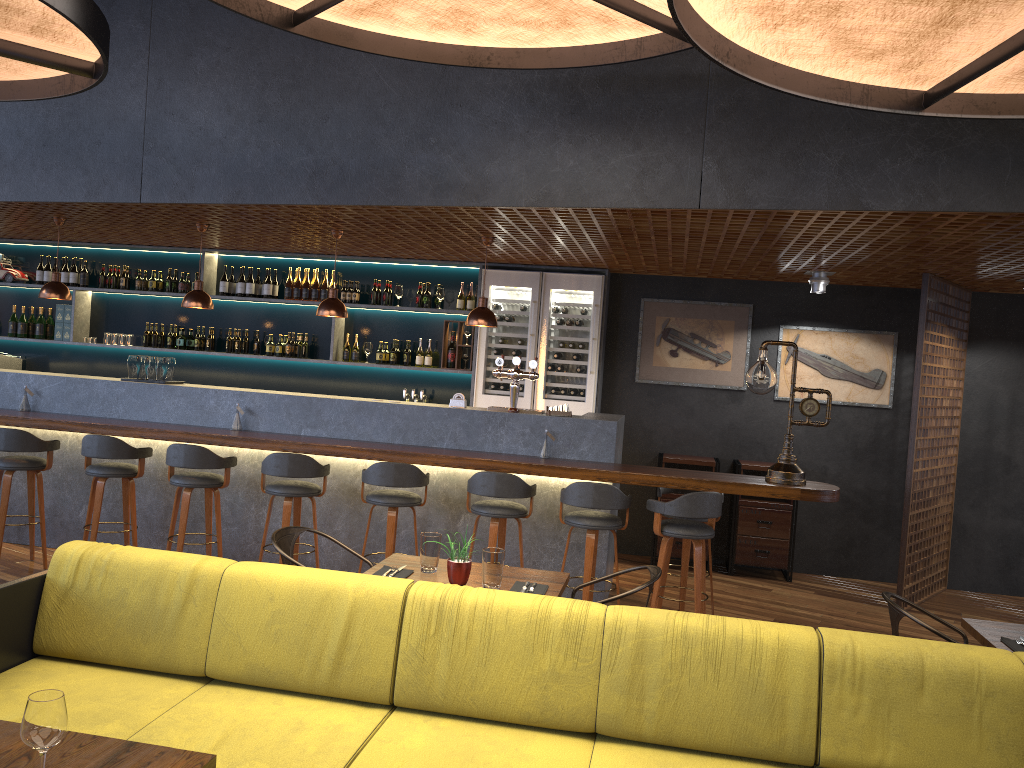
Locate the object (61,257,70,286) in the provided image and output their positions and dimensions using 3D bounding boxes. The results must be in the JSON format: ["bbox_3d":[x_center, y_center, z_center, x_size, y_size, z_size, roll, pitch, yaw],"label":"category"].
[{"bbox_3d":[-4.721,-1.189,9.384,0.086,0.310,0.085,5,2,29],"label":"object"}]

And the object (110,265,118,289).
[{"bbox_3d":[-4.172,-1.119,9.305,0.063,0.254,0.063,4,2,-17],"label":"object"}]

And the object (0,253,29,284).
[{"bbox_3d":[-5.534,-1.255,9.600,0.579,0.319,0.229,4,1,10],"label":"object"}]

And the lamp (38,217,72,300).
[{"bbox_3d":[-3.800,-1.047,7.415,0.250,0.673,0.250,5,2,43],"label":"lamp"}]

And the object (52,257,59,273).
[{"bbox_3d":[-4.899,-1.205,9.508,0.086,0.310,0.085,5,2,21],"label":"object"}]

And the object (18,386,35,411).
[{"bbox_3d":[-3.932,0.117,7.181,0.114,0.203,0.069,3,2,-29],"label":"object"}]

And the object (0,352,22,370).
[{"bbox_3d":[-5.584,-0.074,9.454,0.355,0.569,0.550,4,1,10],"label":"object"}]

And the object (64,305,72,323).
[{"bbox_3d":[-4.684,-0.740,9.413,0.098,0.192,0.080,4,1,10],"label":"object"}]

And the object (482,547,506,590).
[{"bbox_3d":[-0.086,0.823,3.932,0.102,0.178,0.102,4,1,-4],"label":"object"}]

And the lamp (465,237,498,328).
[{"bbox_3d":[-0.209,-0.776,6.759,0.250,0.673,0.250,5,2,43],"label":"lamp"}]

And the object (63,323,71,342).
[{"bbox_3d":[-4.698,-0.548,9.418,0.098,0.192,0.080,4,1,10],"label":"object"}]

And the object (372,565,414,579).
[{"bbox_3d":[-0.547,0.866,4.103,0.157,0.019,0.255,4,1,10],"label":"object"}]

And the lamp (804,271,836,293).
[{"bbox_3d":[2.592,-0.858,7.489,0.228,0.172,0.228,4,1,10],"label":"lamp"}]

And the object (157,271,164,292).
[{"bbox_3d":[-3.702,-1.071,9.323,0.088,0.224,0.088,4,1,5],"label":"object"}]

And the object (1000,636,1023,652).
[{"bbox_3d":[2.102,1.066,3.619,0.157,0.019,0.255,4,1,10],"label":"object"}]

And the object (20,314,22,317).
[{"bbox_3d":[-5.296,-0.670,9.596,0.094,0.340,0.094,4,2,16],"label":"object"}]

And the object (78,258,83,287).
[{"bbox_3d":[-4.603,-1.182,9.457,0.085,0.310,0.086,3,2,-39],"label":"object"}]

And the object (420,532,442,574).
[{"bbox_3d":[-0.386,0.796,4.175,0.102,0.178,0.102,3,2,-44],"label":"object"}]

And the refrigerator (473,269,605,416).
[{"bbox_3d":[0.245,-0.001,8.497,1.159,2.109,0.454,4,1,10],"label":"refrigerator"}]

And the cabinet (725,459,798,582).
[{"bbox_3d":[2.285,1.235,8.102,0.553,1.007,0.473,4,1,10],"label":"cabinet"}]

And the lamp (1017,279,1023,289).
[{"bbox_3d":[4.111,-0.737,6.958,0.228,0.172,0.228,4,1,10],"label":"lamp"}]

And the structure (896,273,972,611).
[{"bbox_3d":[3.585,0.494,7.505,0.050,2.700,1.319,5,2,40],"label":"structure"}]

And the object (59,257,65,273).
[{"bbox_3d":[-4.804,-1.197,9.489,0.086,0.310,0.085,5,2,38],"label":"object"}]

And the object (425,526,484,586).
[{"bbox_3d":[-0.238,0.764,4.003,0.260,0.271,0.238,5,2,32],"label":"object"}]

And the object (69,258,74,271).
[{"bbox_3d":[-4.696,-1.189,9.477,0.086,0.310,0.085,5,2,38],"label":"object"}]

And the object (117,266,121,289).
[{"bbox_3d":[-4.169,-1.121,9.388,0.063,0.254,0.063,4,2,-17],"label":"object"}]

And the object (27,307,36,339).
[{"bbox_3d":[-5.193,-0.663,9.592,0.094,0.340,0.094,5,2,33],"label":"object"}]

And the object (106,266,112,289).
[{"bbox_3d":[-4.260,-1.127,9.401,0.063,0.254,0.063,4,2,-12],"label":"object"}]

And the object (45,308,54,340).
[{"bbox_3d":[-4.988,-0.647,9.565,0.094,0.340,0.094,5,2,33],"label":"object"}]

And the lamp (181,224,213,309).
[{"bbox_3d":[-2.527,-0.951,7.182,0.250,0.673,0.250,5,2,43],"label":"lamp"}]

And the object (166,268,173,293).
[{"bbox_3d":[-3.550,-1.071,9.191,0.063,0.254,0.063,3,2,-32],"label":"object"}]

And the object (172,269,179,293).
[{"bbox_3d":[-3.522,-1.072,9.276,0.063,0.254,0.063,5,2,38],"label":"object"}]

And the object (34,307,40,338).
[{"bbox_3d":[-5.097,-0.655,9.576,0.094,0.340,0.094,5,2,20],"label":"object"}]

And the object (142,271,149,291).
[{"bbox_3d":[-3.850,-1.078,9.308,0.068,0.217,0.068,5,2,30],"label":"object"}]

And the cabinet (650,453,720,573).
[{"bbox_3d":[1.603,1.184,8.227,0.553,1.007,0.473,4,1,10],"label":"cabinet"}]

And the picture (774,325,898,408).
[{"bbox_3d":[2.984,-0.163,8.181,1.039,0.697,0.028,4,1,10],"label":"picture"}]

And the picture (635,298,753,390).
[{"bbox_3d":[1.721,-0.382,8.410,1.039,0.809,0.028,4,1,10],"label":"picture"}]

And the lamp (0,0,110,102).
[{"bbox_3d":[-3.074,-2.273,3.500,2.778,1.475,2.778,3,2,-25],"label":"lamp"}]

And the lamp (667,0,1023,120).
[{"bbox_3d":[1.906,-1.897,2.569,2.778,1.475,2.778,4,2,14],"label":"lamp"}]

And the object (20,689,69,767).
[{"bbox_3d":[-1.043,0.795,1.975,0.097,0.206,0.097,4,1,2],"label":"object"}]

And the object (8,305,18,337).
[{"bbox_3d":[-5.337,-0.670,9.499,0.094,0.340,0.094,5,2,33],"label":"object"}]

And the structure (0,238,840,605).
[{"bbox_3d":[-2.179,0.079,7.780,9.298,2.700,2.700,4,1,10],"label":"structure"}]

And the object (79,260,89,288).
[{"bbox_3d":[-4.506,-1.155,9.348,0.083,0.301,0.083,5,2,18],"label":"object"}]

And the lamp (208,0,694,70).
[{"bbox_3d":[-0.167,-2.242,3.364,2.778,1.159,2.778,3,2,-29],"label":"lamp"}]

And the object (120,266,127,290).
[{"bbox_3d":[-4.054,-1.109,9.265,0.063,0.254,0.063,5,2,28],"label":"object"}]

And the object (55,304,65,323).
[{"bbox_3d":[-4.783,-0.747,9.433,0.098,0.192,0.080,4,1,10],"label":"object"}]

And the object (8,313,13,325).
[{"bbox_3d":[-5.402,-0.678,9.609,0.094,0.340,0.094,3,2,-44],"label":"object"}]

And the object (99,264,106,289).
[{"bbox_3d":[-4.290,-1.127,9.297,0.063,0.254,0.063,4,1,-7],"label":"object"}]

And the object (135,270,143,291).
[{"bbox_3d":[-3.875,-1.077,9.218,0.068,0.217,0.068,4,1,0],"label":"object"}]

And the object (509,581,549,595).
[{"bbox_3d":[0.073,0.914,3.956,0.157,0.019,0.255,4,1,10],"label":"object"}]

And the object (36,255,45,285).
[{"bbox_3d":[-5.011,-1.211,9.435,0.086,0.310,0.085,5,2,44],"label":"object"}]

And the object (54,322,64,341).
[{"bbox_3d":[-4.796,-0.555,9.436,0.098,0.192,0.080,4,1,10],"label":"object"}]

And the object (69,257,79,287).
[{"bbox_3d":[-4.620,-1.181,9.364,0.086,0.310,0.085,5,2,44],"label":"object"}]

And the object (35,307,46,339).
[{"bbox_3d":[-5.029,-0.648,9.468,0.094,0.340,0.094,3,2,-40],"label":"object"}]

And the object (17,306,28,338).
[{"bbox_3d":[-5.238,-0.663,9.495,0.094,0.340,0.094,5,2,24],"label":"object"}]

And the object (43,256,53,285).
[{"bbox_3d":[-4.920,-1.204,9.416,0.086,0.310,0.085,5,2,38],"label":"object"}]

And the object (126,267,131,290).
[{"bbox_3d":[-4.069,-1.113,9.379,0.063,0.254,0.063,3,2,-42],"label":"object"}]

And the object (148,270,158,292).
[{"bbox_3d":[-3.729,-1.070,9.220,0.088,0.224,0.088,4,1,5],"label":"object"}]

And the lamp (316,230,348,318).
[{"bbox_3d":[-1.395,-0.866,6.976,0.250,0.673,0.250,5,2,43],"label":"lamp"}]

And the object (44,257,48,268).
[{"bbox_3d":[-4.994,-1.212,9.529,0.085,0.310,0.086,3,2,-39],"label":"object"}]
